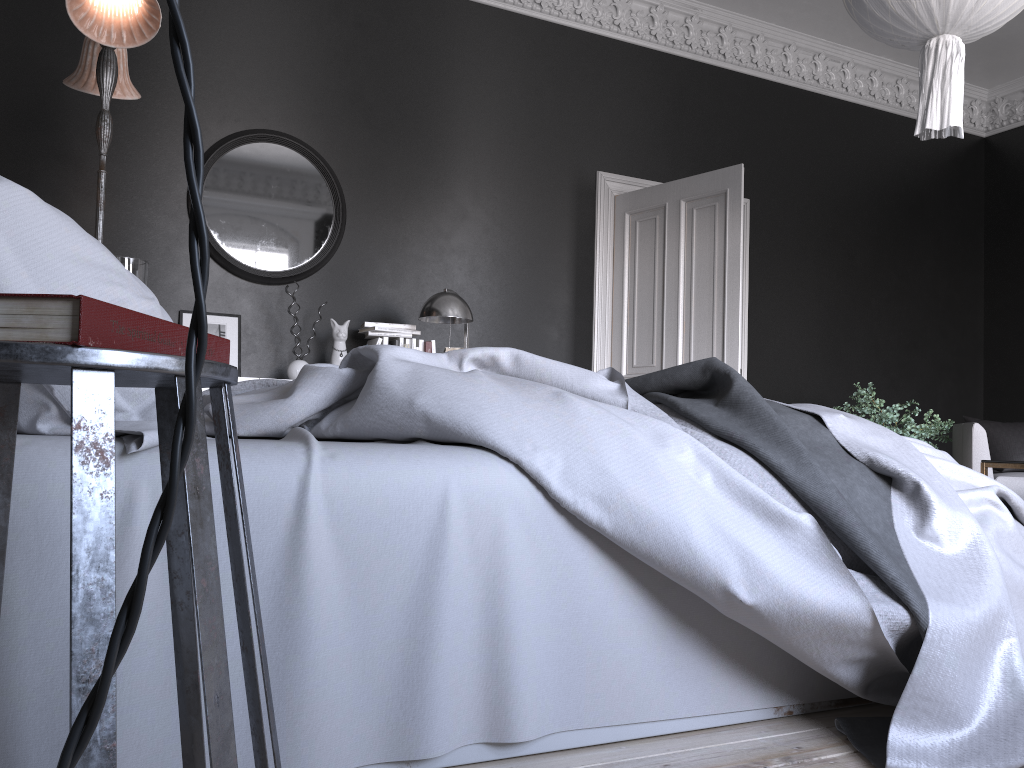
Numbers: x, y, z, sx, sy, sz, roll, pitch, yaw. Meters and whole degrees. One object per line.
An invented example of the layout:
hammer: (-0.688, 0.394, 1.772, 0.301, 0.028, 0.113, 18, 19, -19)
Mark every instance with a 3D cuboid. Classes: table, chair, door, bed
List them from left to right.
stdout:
chair: (-0.510, 0.309, 0.933, 0.613, 0.672, 0.614, 1, -3, 18)
bed: (-0.116, 0.102, 2.499, 3.285, 1.297, 2.766, 4, -4, -38)
door: (1.085, -0.187, 5.963, 0.216, 2.372, 1.098, 4, -3, -39)
chair: (3.488, 0.649, 6.068, 0.818, 0.862, 0.771, 1, -3, 14)
table: (3.143, 0.658, 4.097, 1.449, 0.558, 1.093, 3, -4, -26)

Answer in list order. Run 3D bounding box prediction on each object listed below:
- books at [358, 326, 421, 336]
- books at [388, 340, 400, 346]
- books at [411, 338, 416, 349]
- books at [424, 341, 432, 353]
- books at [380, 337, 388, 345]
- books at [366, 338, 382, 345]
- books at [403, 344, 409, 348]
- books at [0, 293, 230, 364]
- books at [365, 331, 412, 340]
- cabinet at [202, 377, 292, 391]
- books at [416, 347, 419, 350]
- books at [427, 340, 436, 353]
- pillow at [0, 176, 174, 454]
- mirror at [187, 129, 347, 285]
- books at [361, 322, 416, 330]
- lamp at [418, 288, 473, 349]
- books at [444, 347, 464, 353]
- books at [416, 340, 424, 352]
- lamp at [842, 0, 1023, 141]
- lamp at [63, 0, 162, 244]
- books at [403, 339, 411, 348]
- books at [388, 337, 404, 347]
books: (-0.740, -0.314, 5.352, 0.307, 0.024, 0.220, 4, -4, -36)
books: (-0.722, -0.112, 5.329, 0.030, 0.289, 0.193, 3, -3, -27)
books: (-0.637, -0.114, 5.397, 0.024, 0.307, 0.220, 3, -3, -26)
books: (-0.556, -0.103, 5.440, 0.038, 0.295, 0.235, 3, -3, -26)
books: (-0.800, -0.121, 5.348, 0.030, 0.306, 0.221, 3, -3, -26)
books: (-0.870, -0.123, 5.282, 0.126, 0.296, 0.220, 3, -3, -26)
books: (-0.668, -0.099, 5.338, 0.029, 0.269, 0.205, 3, -3, -26)
books: (-0.505, -0.048, 0.959, 0.275, 0.045, 0.346, 1, -4, 4)
books: (-0.747, -0.289, 5.349, 0.259, 0.026, 0.195, 3, -4, -16)
cabinet: (-1.204, 0.436, 4.956, 2.397, 0.881, 0.570, 3, -3, -26)
books: (-0.613, -0.089, 5.410, 0.026, 0.258, 0.195, 3, -3, -26)
books: (-0.516, -0.107, 5.457, 0.050, 0.308, 0.220, 3, -3, -26)
pillow: (-1.133, -0.139, 2.067, 0.680, 0.759, 1.831, 3, -4, -26)
mirror: (-1.434, -1.052, 5.265, 0.924, 0.923, 0.061, 3, -3, -26)
books: (-0.753, -0.340, 5.377, 0.306, 0.030, 0.221, 3, -4, -16)
lamp: (-0.384, -0.262, 5.195, 0.328, 0.590, 0.341, -1, -4, 44)
books: (-0.313, -0.196, 5.535, 0.220, 0.030, 0.307, 2, -4, -6)
books: (-0.598, -0.110, 5.447, 0.030, 0.306, 0.221, 3, -3, -26)
lamp: (1.736, -2.003, 3.568, 0.783, 2.047, 0.783, 1, -3, 17)
lamp: (-1.661, -0.436, 3.551, 0.772, 2.409, 0.987, 1, -3, 6)
books: (-0.674, -0.114, 5.410, 0.030, 0.306, 0.221, 3, -3, -26)
books: (-0.708, -0.118, 5.362, 0.024, 0.307, 0.220, 3, -3, -26)
